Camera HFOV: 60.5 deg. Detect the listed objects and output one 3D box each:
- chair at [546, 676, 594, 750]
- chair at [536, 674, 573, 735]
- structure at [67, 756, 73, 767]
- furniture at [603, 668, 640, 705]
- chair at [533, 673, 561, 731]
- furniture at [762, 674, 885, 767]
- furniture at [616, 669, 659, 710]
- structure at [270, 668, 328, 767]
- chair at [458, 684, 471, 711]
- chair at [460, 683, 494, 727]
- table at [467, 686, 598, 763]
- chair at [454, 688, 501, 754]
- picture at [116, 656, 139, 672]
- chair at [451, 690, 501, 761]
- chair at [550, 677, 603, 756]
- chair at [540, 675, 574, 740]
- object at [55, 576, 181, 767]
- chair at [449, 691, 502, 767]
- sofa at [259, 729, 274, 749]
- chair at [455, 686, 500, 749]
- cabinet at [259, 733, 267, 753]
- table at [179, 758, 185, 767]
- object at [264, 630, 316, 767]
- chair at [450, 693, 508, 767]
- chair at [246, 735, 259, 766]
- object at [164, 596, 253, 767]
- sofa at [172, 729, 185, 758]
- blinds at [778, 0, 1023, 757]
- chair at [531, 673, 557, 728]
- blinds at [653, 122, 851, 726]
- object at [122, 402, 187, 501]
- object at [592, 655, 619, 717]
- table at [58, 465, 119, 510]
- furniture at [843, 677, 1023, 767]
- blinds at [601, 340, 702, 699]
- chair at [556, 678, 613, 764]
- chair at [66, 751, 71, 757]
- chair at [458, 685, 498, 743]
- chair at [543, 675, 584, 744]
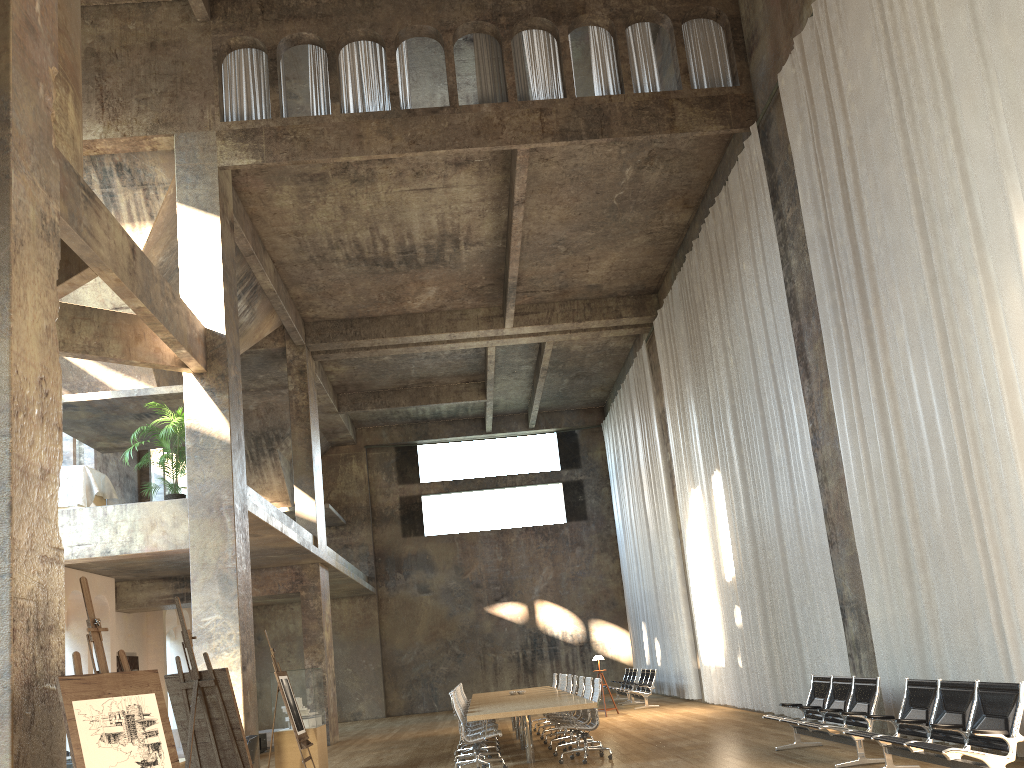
[{"bbox_3d":[0.840,4.966,13.286,0.699,0.998,0.683,-6,-13,2],"label":"chair"},{"bbox_3d":[0.735,5.814,15.953,0.698,0.998,0.684,-5,-13,-4],"label":"chair"},{"bbox_3d":[-3.389,3.101,5.937,0.743,0.988,0.756,-5,-13,-3],"label":"structure"},{"bbox_3d":[2.852,7.914,23.048,0.708,0.818,1.928,-5,-16,-4],"label":"furniture"},{"bbox_3d":[0.706,6.081,16.796,0.700,0.998,0.683,-7,-13,5],"label":"chair"},{"bbox_3d":[3.376,3.660,9.660,0.708,0.818,1.928,-5,-16,-4],"label":"furniture"},{"bbox_3d":[2.934,7.168,20.699,0.708,0.818,1.928,-5,-16,-4],"label":"furniture"},{"bbox_3d":[-3.030,4.875,12.575,0.594,1.507,0.763,-5,-12,-3],"label":"structure"},{"bbox_3d":[-0.676,6.179,16.655,0.699,0.998,0.684,-6,-13,0],"label":"chair"},{"bbox_3d":[-0.706,6.475,17.588,0.699,0.998,0.683,-7,-13,2],"label":"chair"},{"bbox_3d":[0.151,5.529,14.430,1.600,0.738,7.945,-5,-17,-4],"label":"table"},{"bbox_3d":[-0.581,5.337,14.001,0.699,0.998,0.683,-6,-13,2],"label":"chair"},{"bbox_3d":[-8.336,6.776,19.013,0.069,1.723,1.546,-5,-13,-4],"label":"picture"},{"bbox_3d":[-0.554,5.046,13.083,0.698,0.998,0.684,-5,-13,-4],"label":"chair"},{"bbox_3d":[0.874,4.680,12.383,0.699,0.998,0.684,-6,-13,0],"label":"chair"},{"bbox_3d":[0.779,5.522,15.036,0.699,0.998,0.683,-6,-13,2],"label":"chair"},{"bbox_3d":[-2.202,2.112,4.922,0.690,2.090,0.713,-11,-12,22],"label":"object"},{"bbox_3d":[-0.517,4.778,12.241,0.700,0.998,0.683,-7,-13,5],"label":"chair"},{"bbox_3d":[-6.243,7.894,19.811,2.066,0.702,1.103,-5,-15,-3],"label":"sofa"},{"bbox_3d":[-0.608,5.611,14.868,0.700,0.998,0.683,-7,-13,5],"label":"chair"},{"bbox_3d":[-5.368,7.403,17.958,0.395,0.359,1.608,-5,-17,-4],"label":"cabinet"},{"bbox_3d":[-4.499,4.257,8.752,2.408,0.682,1.137,-5,-15,-3],"label":"table"},{"bbox_3d":[-3.006,4.335,11.746,0.684,2.090,0.720,-5,-11,-4],"label":"object"},{"bbox_3d":[-0.452,4.505,11.393,0.699,0.998,0.683,-6,-13,2],"label":"chair"},{"bbox_3d":[-2.963,4.029,8.837,0.820,0.869,0.751,-4,-13,-7],"label":"chair"},{"bbox_3d":[-2.372,2.711,6.775,0.710,2.091,0.694,-12,-13,28],"label":"object"},{"bbox_3d":[-6.097,6.581,15.676,2.062,0.702,3.016,-5,-17,-3],"label":"sofa"},{"bbox_3d":[4.142,-1.202,7.316,0.275,8.414,8.055,-6,-14,-3],"label":"blinds"},{"bbox_3d":[0.647,6.353,17.644,0.699,0.998,0.683,-6,-13,2],"label":"chair"},{"bbox_3d":[3.845,1.496,15.820,0.275,8.414,8.055,-6,-14,-3],"label":"blinds"},{"bbox_3d":[-5.030,1.046,13.274,1.402,1.761,1.393,-7,-13,2],"label":"object"},{"bbox_3d":[1.843,6.508,18.942,0.578,1.263,0.667,-12,-13,29],"label":"object"},{"bbox_3d":[-6.922,1.723,13.172,1.748,0.781,1.148,-5,-15,-3],"label":"table"},{"bbox_3d":[3.458,2.915,7.311,0.708,0.818,1.928,-5,-16,-4],"label":"furniture"},{"bbox_3d":[3.547,4.202,24.350,0.275,8.414,8.058,-5,-14,-5],"label":"blinds"},{"bbox_3d":[-1.920,4.653,11.362,12.940,1.004,32.447,-5,-17,-3],"label":"chair"},{"bbox_3d":[-5.039,4.426,9.420,0.730,0.869,0.844,1,-16,-29],"label":"chair"},{"bbox_3d":[-0.642,5.892,15.752,0.699,0.998,0.683,-6,-13,2],"label":"chair"},{"bbox_3d":[0.806,5.247,14.170,0.700,0.998,0.683,-7,-13,5],"label":"chair"}]
